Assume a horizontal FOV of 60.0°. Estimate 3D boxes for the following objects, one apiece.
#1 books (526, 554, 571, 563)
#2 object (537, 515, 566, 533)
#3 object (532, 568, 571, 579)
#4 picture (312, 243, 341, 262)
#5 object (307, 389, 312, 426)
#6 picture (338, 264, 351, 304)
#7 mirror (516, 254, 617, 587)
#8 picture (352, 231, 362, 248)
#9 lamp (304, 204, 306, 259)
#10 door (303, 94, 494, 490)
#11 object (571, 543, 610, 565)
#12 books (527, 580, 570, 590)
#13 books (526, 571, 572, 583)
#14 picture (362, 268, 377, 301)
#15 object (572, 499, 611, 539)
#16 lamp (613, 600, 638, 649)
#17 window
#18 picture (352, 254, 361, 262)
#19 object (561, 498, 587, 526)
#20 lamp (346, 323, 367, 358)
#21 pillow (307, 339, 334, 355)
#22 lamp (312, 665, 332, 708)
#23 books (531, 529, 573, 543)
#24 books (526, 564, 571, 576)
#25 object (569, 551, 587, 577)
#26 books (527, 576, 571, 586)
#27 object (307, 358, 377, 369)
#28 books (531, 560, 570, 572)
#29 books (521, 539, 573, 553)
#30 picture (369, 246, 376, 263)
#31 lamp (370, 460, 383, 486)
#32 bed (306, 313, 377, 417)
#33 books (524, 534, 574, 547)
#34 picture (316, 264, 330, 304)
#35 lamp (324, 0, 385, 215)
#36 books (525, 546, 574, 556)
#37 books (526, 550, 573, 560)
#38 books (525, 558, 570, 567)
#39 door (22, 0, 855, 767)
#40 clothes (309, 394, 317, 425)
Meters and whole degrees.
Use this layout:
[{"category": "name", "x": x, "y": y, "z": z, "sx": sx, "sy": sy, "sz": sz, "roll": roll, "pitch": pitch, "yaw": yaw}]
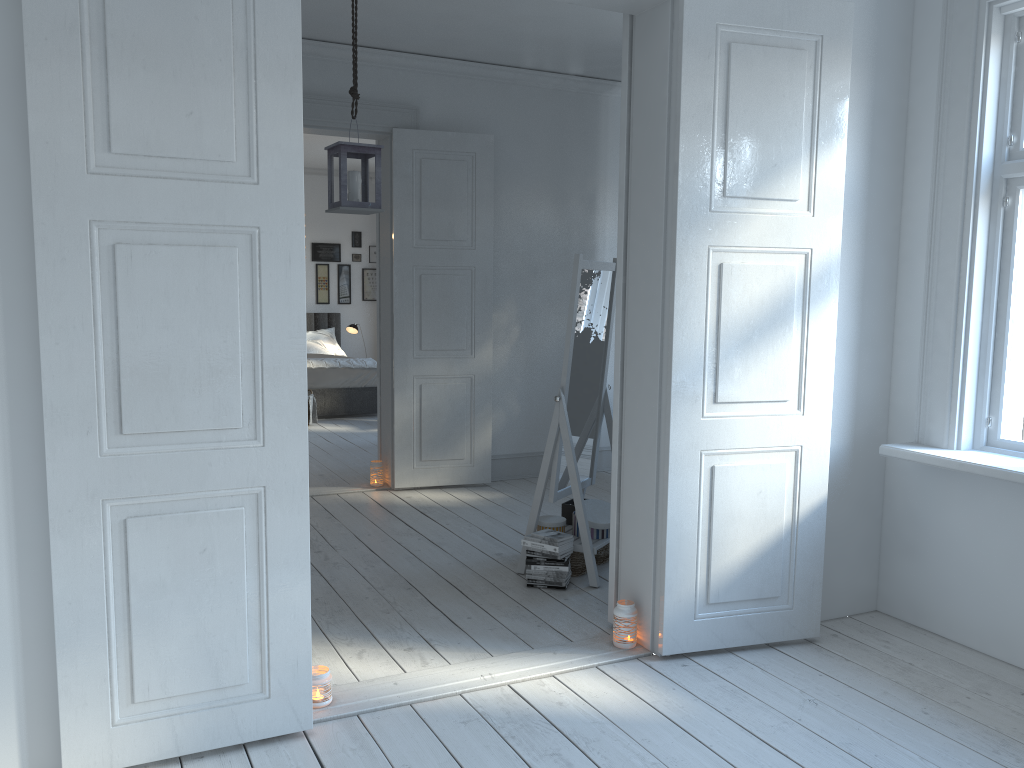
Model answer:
[{"category": "books", "x": 0.168, "y": 0.778, "z": 4.027, "sx": 0.178, "sy": 0.016, "sz": 0.128, "roll": 2, "pitch": 6, "yaw": 17}, {"category": "object", "x": 0.187, "y": 0.679, "z": 4.225, "sx": 0.142, "sy": 0.075, "sz": 0.142, "roll": -5, "pitch": 8, "yaw": -42}, {"category": "object", "x": 0.182, "y": 0.855, "z": 4.036, "sx": 0.156, "sy": 0.014, "sz": 0.111, "roll": 2, "pitch": 6, "yaw": 17}, {"category": "picture", "x": -2.336, "y": -1.656, "z": 11.161, "sx": 0.365, "sy": 0.232, "sz": 0.020, "roll": -2, "pitch": 7, "yaw": -26}, {"category": "object", "x": -2.118, "y": 0.238, "z": 8.700, "sx": 0.319, "sy": 0.352, "sz": 0.319, "roll": 1, "pitch": 6, "yaw": 6}, {"category": "picture", "x": -2.136, "y": -1.272, "z": 11.308, "sx": 0.165, "sy": 0.505, "sz": 0.020, "roll": -3, "pitch": 8, "yaw": -26}, {"category": "mirror", "x": 0.343, "y": 0.141, "z": 4.242, "sx": 0.417, "sy": 1.492, "sz": 0.609, "roll": 4, "pitch": 8, "yaw": 28}, {"category": "picture", "x": -1.982, "y": -1.843, "z": 11.315, "sx": 0.128, "sy": 0.202, "sz": 0.011, "roll": -3, "pitch": 8, "yaw": -26}, {"category": "lamp", "x": -2.079, "y": -1.753, "z": 8.174, "sx": 0.338, "sy": 1.234, "sz": 0.340, "roll": 1, "pitch": 7, "yaw": 5}, {"category": "door", "x": -1.419, "y": -0.525, "z": 5.632, "sx": 2.598, "sy": 2.511, "sz": 0.576, "roll": -2, "pitch": 7, "yaw": -26}, {"category": "object", "x": 0.364, "y": 0.810, "z": 4.430, "sx": 0.295, "sy": 0.140, "sz": 0.185, "roll": 5, "pitch": 8, "yaw": 35}, {"category": "books", "x": 0.167, "y": 0.904, "z": 4.042, "sx": 0.178, "sy": 0.016, "sz": 0.128, "roll": 2, "pitch": 6, "yaw": 12}, {"category": "books", "x": 0.169, "y": 0.869, "z": 4.044, "sx": 0.180, "sy": 0.016, "sz": 0.128, "roll": 3, "pitch": 6, "yaw": 19}, {"category": "picture", "x": -1.761, "y": -1.285, "z": 11.491, "sx": 0.364, "sy": 0.416, "sz": 0.021, "roll": -2, "pitch": 8, "yaw": -26}, {"category": "object", "x": 0.397, "y": 0.641, "z": 4.216, "sx": 0.207, "sy": 0.159, "sz": 0.240, "roll": -1, "pitch": 6, "yaw": -18}, {"category": "lamp", "x": 0.423, "y": 0.897, "z": 3.315, "sx": 0.089, "sy": 0.166, "sz": 0.089, "roll": -3, "pitch": 7, "yaw": -27}, {"category": "window", "x": 1.918, "y": -0.557, "z": 2.757, "sx": 0.375, "sy": 1.850, "sz": 1.453, "roll": -3, "pitch": 7, "yaw": -26}, {"category": "picture", "x": -1.985, "y": -1.614, "z": 11.342, "sx": 0.119, "sy": 0.098, "sz": 0.010, "roll": -2, "pitch": 7, "yaw": -26}, {"category": "object", "x": 0.354, "y": 0.644, "z": 4.454, "sx": 0.155, "sy": 0.103, "sz": 0.165, "roll": 4, "pitch": 7, "yaw": 28}, {"category": "lamp", "x": -1.810, "y": -0.308, "z": 11.193, "sx": 0.800, "sy": 0.938, "sz": 0.449, "roll": -5, "pitch": 9, "yaw": -43}, {"category": "pillow", "x": -2.641, "y": -0.405, "z": 10.378, "sx": 1.146, "sy": 0.226, "sz": 0.415, "roll": -3, "pitch": 7, "yaw": -33}, {"category": "lamp", "x": -0.620, "y": 0.964, "z": 2.823, "sx": 0.093, "sy": 0.110, "sz": 0.093, "roll": 0, "pitch": 7, "yaw": -9}, {"category": "books", "x": 0.182, "y": 0.687, "z": 4.016, "sx": 0.156, "sy": 0.014, "sz": 0.111, "roll": 6, "pitch": 8, "yaw": 43}, {"category": "books", "x": 0.168, "y": 0.841, "z": 4.041, "sx": 0.187, "sy": 0.017, "sz": 0.132, "roll": 2, "pitch": 6, "yaw": 11}, {"category": "object", "x": 0.244, "y": 0.826, "z": 4.253, "sx": 0.295, "sy": 0.140, "sz": 0.185, "roll": 5, "pitch": 8, "yaw": 35}, {"category": "books", "x": 0.170, "y": 0.886, "z": 4.044, "sx": 0.176, "sy": 0.016, "sz": 0.128, "roll": 2, "pitch": 6, "yaw": 15}, {"category": "object", "x": -2.119, "y": -0.208, "z": 9.235, "sx": 1.459, "sy": 0.104, "sz": 0.404, "roll": -2, "pitch": 7, "yaw": -26}, {"category": "books", "x": 0.178, "y": 0.821, "z": 4.039, "sx": 0.167, "sy": 0.022, "sz": 0.128, "roll": 1, "pitch": 6, "yaw": 8}, {"category": "books", "x": 0.161, "y": 0.722, "z": 4.028, "sx": 0.200, "sy": 0.026, "sz": 0.128, "roll": 5, "pitch": 7, "yaw": 35}, {"category": "picture", "x": -1.736, "y": -1.672, "z": 11.457, "sx": 0.225, "sy": 0.221, "sz": 0.010, "roll": -2, "pitch": 8, "yaw": -26}, {"category": "lamp", "x": -0.917, "y": 0.606, "z": 6.008, "sx": 0.089, "sy": 0.167, "sz": 0.089, "roll": -4, "pitch": 8, "yaw": -33}, {"category": "bed", "x": -2.482, "y": -0.252, "z": 9.995, "sx": 1.887, "sy": 1.049, "sz": 2.172, "roll": -2, "pitch": 7, "yaw": -26}, {"category": "books", "x": 0.168, "y": 0.701, "z": 4.025, "sx": 0.186, "sy": 0.017, "sz": 0.132, "roll": 5, "pitch": 7, "yaw": 37}, {"category": "picture", "x": -2.385, "y": -1.262, "z": 11.187, "sx": 0.165, "sy": 0.505, "sz": 0.020, "roll": -3, "pitch": 8, "yaw": -26}, {"category": "lamp", "x": -0.771, "y": -1.729, "z": 4.294, "sx": 0.228, "sy": 1.766, "sz": 0.228, "roll": -3, "pitch": 8, "yaw": -29}, {"category": "books", "x": 0.171, "y": 0.744, "z": 4.029, "sx": 0.180, "sy": 0.016, "sz": 0.128, "roll": 5, "pitch": 7, "yaw": 35}, {"category": "books", "x": 0.172, "y": 0.761, "z": 4.029, "sx": 0.176, "sy": 0.016, "sz": 0.128, "roll": 4, "pitch": 7, "yaw": 30}, {"category": "books", "x": 0.164, "y": 0.798, "z": 4.037, "sx": 0.193, "sy": 0.022, "sz": 0.128, "roll": 1, "pitch": 6, "yaw": 6}, {"category": "door", "x": -0.096, "y": -0.236, "z": 2.944, "sx": 2.598, "sy": 2.511, "sz": 0.576, "roll": -2, "pitch": 7, "yaw": -26}, {"category": "clothes", "x": -2.082, "y": 0.249, "z": 8.695, "sx": 0.283, "sy": 0.289, "sz": 0.234, "roll": 2, "pitch": 7, "yaw": 13}]
